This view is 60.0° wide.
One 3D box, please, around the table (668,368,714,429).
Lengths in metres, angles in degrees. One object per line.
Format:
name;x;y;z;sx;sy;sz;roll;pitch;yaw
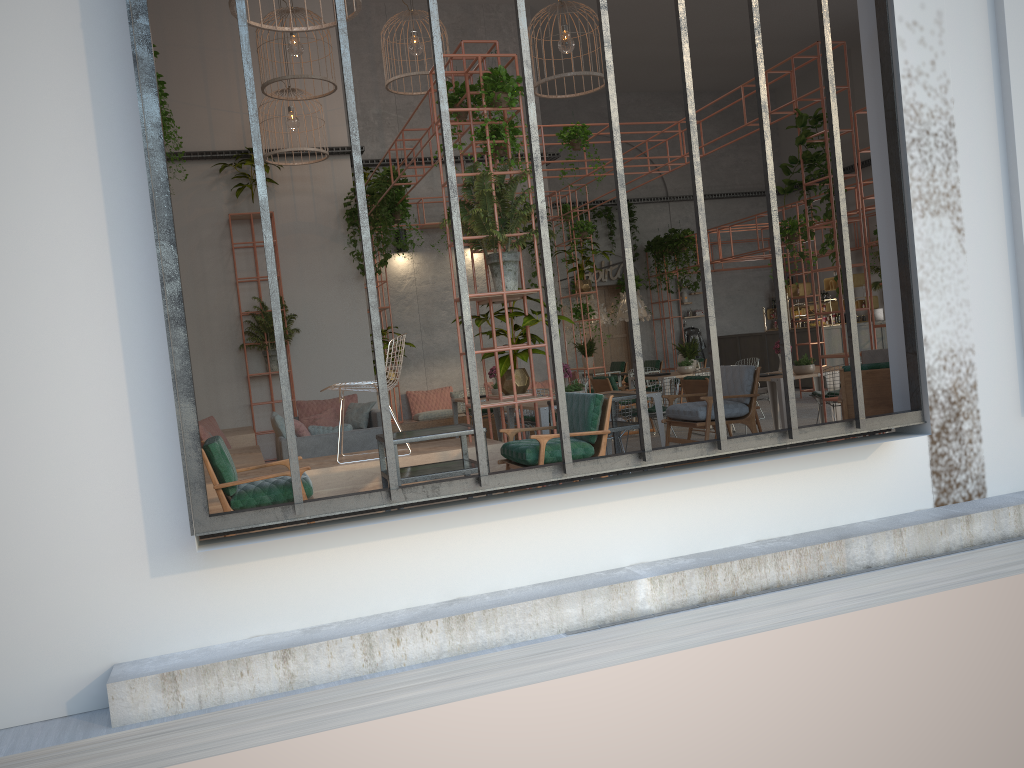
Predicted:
table;3.002;0.197;13.465;0.694;0.830;1.214;-7;2;-17

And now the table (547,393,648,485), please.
table;0.724;0.512;7.489;0.635;0.798;0.602;-7;2;-17

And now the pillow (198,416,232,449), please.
pillow;-3.680;0.642;10.765;0.276;0.474;0.839;-6;2;3

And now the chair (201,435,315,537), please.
chair;-1.553;0.769;5.550;0.685;0.929;0.722;-7;2;-17

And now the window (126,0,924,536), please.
window;0.212;-2.293;4.502;4.126;5.544;0.089;-7;2;-17

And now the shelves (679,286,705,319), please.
shelves;4.428;-2.023;21.795;0.560;0.790;0.186;-7;2;-17

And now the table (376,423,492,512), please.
table;-0.502;0.708;5.872;0.635;0.798;0.602;-7;2;-17

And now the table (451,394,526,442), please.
table;-0.336;0.595;12.422;0.694;0.830;1.205;-7;2;-17

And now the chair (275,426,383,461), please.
chair;-1.810;0.738;8.960;1.056;0.586;1.127;-7;2;-17

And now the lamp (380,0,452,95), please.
lamp;-1.394;-5.629;11.510;0.883;3.476;0.883;-4;3;35

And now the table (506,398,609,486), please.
table;0.479;0.614;9.811;0.694;0.830;1.205;-7;2;-17

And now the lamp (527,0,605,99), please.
lamp;0.484;-5.132;10.106;0.883;3.476;0.883;-4;3;35

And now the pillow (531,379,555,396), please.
pillow;0.530;0.133;15.171;0.666;0.385;0.289;-7;2;-22

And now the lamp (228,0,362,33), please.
lamp;-1.660;-4.301;6.011;0.883;3.476;0.883;-4;3;35

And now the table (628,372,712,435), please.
table;2.342;0.276;13.256;0.694;0.830;1.205;-7;2;-17

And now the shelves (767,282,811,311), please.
shelves;6.901;-1.509;21.647;0.328;1.838;1.750;-7;2;-17

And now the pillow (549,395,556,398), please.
pillow;0.728;0.266;14.813;0.637;0.149;0.491;-7;2;-16

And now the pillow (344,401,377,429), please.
pillow;-2.055;0.425;11.775;0.495;0.349;0.308;-5;3;32

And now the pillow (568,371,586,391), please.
pillow;1.035;0.000;15.968;0.276;0.474;0.839;-7;3;-27

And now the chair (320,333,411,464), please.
chair;-1.133;0.106;6.963;0.717;0.941;0.565;-6;2;-8

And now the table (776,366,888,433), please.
table;3.849;0.226;10.814;0.694;0.830;1.214;-7;2;-17

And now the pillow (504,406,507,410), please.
pillow;-0.237;0.381;14.513;0.637;0.149;0.491;-7;2;-16

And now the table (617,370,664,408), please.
table;2.391;0.174;16.483;0.635;0.798;0.602;-7;2;-17

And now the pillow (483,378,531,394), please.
pillow;-0.079;0.158;14.958;0.839;0.474;0.276;-6;2;3

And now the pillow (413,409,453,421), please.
pillow;-1.231;0.499;14.203;0.637;0.149;0.491;-7;2;-16

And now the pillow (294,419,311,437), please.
pillow;-2.107;0.529;8.935;0.289;0.385;0.666;-7;2;-17

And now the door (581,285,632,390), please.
door;2.164;-1.022;21.962;1.360;2.729;0.551;-7;2;-17

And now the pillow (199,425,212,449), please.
pillow;-3.299;0.651;9.543;0.276;0.474;0.839;-7;3;-27

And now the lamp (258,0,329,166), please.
lamp;-3.143;-4.827;12.109;0.883;3.476;0.883;-4;3;35

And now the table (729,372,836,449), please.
table;3.190;0.306;10.604;0.694;0.830;1.205;-7;2;-17

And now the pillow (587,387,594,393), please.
pillow;1.424;0.136;16.203;0.491;0.149;0.637;-7;2;-16

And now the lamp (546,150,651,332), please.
lamp;1.491;-3.150;18.065;0.704;4.052;4.456;-7;2;-17

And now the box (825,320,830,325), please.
box;7.224;-1.406;20.253;0.058;0.093;0.122;-7;2;-17

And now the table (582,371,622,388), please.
table;1.868;0.161;18.158;0.635;0.798;0.602;-7;2;-17

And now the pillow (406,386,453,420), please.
pillow;-1.307;0.303;14.621;0.839;0.474;0.276;-7;3;-27

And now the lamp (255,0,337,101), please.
lamp;-2.709;-5.228;10.482;0.883;3.476;0.883;-4;3;35

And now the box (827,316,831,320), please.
box;7.251;-1.503;20.263;0.058;0.093;0.122;-6;2;-6

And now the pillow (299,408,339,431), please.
pillow;-2.498;0.494;11.695;0.479;0.317;0.441;-8;3;-36

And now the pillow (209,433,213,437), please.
pillow;-3.474;0.690;10.192;0.289;0.385;0.666;-7;2;-22

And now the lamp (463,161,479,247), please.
lamp;-0.708;-3.001;14.761;0.179;1.425;0.185;-7;2;-17

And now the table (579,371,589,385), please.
table;1.345;0.149;19.833;0.635;0.798;0.602;-7;2;-17

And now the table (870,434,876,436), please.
table;3.243;0.252;7.275;0.602;0.798;0.635;-5;3;23

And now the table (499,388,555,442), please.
table;0.324;0.516;12.632;0.694;0.830;1.214;-7;2;-17

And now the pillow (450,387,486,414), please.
pillow;-0.686;0.278;14.792;0.666;0.385;0.289;-7;2;-22

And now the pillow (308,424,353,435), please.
pillow;-1.747;0.546;8.800;0.499;0.324;0.307;-5;2;18

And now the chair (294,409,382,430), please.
chair;-2.218;0.716;11.638;1.127;0.672;1.052;-7;2;-17

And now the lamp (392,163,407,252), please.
lamp;-1.855;-2.865;14.404;0.179;1.425;0.185;-7;2;-17

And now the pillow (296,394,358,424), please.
pillow;-2.472;0.414;11.982;0.836;0.476;0.273;-7;2;-17

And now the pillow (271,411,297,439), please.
pillow;-2.257;0.514;8.902;0.276;0.474;0.839;-7;2;-17

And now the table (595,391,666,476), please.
table;1.137;0.535;10.020;0.694;0.830;1.214;-7;2;-17

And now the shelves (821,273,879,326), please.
shelves;7.473;-1.495;19.815;0.328;1.838;1.750;-7;2;-17
